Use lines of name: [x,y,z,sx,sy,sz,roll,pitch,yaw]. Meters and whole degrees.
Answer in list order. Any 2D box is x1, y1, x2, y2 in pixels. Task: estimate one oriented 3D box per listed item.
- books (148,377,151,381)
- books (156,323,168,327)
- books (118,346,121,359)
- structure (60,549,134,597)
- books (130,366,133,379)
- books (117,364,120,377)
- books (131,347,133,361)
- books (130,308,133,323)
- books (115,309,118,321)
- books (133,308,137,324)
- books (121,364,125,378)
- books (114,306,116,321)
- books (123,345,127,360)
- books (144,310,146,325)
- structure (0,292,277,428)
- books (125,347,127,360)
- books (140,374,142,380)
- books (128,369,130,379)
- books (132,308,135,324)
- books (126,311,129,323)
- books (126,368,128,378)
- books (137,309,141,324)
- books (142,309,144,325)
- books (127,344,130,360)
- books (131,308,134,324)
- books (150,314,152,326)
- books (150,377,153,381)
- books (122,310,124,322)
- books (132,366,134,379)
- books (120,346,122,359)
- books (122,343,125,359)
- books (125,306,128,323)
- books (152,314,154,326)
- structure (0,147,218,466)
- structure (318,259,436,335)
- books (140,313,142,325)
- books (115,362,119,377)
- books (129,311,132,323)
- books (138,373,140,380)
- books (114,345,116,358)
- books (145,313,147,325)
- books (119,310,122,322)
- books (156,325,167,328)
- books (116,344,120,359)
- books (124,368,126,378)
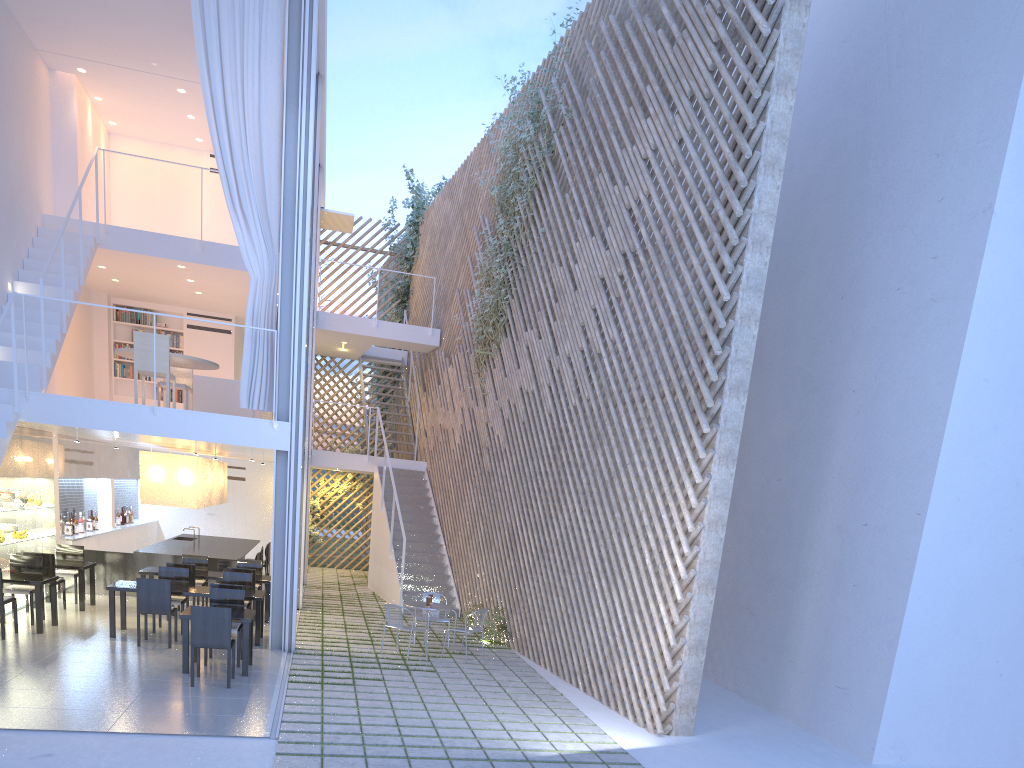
books: [-3.566,-0.097,8.094,0.011,0.151,0.081,2,9,-13]
books: [-3.410,-0.575,8.011,0.095,0.021,0.061,7,-6,-8]
books: [-3.802,-0.298,7.992,0.021,0.128,0.087,3,7,-13]
structure: [-3.364,1.527,6.667,0.561,0.387,0.011,6,13,-13]
books: [-3.719,-0.107,8.057,0.021,0.128,0.087,3,7,-13]
books: [-3.833,-0.126,8.027,0.015,0.134,0.090,2,7,-13]
books: [-3.696,-0.285,8.027,0.021,0.136,0.066,3,9,-13]
books: [-3.664,-0.650,7.937,0.025,0.151,0.079,3,9,-13]
books: [-3.794,-0.658,7.902,0.006,0.128,0.090,2,6,-13]
books: [-3.638,-0.647,7.943,0.025,0.151,0.079,3,9,-13]
books: [-3.804,-0.121,8.047,0.021,0.136,0.066,3,9,-13]
books: [-3.805,-0.669,7.901,0.015,0.148,0.084,2,8,-13]
books: [-3.762,-0.301,8.005,0.015,0.148,0.074,2,9,-13]
books: [-3.545,-0.632,7.963,0.010,0.147,0.084,2,8,-13]
structure: [-1.955,0.431,4.139,1.375,1.864,1.372,4,6,-13]
books: [-3.747,-0.291,8.006,0.015,0.132,0.084,2,7,-13]
books: [-3.638,-0.097,8.076,0.015,0.129,0.088,2,7,-13]
books: [-3.744,-0.096,8.069,0.021,0.103,0.059,3,8,-13]
books: [-3.647,-0.648,7.941,0.025,0.151,0.079,3,9,-13]
books: [-3.694,-0.644,7.928,0.021,0.128,0.087,3,7,-13]
books: [-3.765,-0.099,8.064,0.021,0.103,0.059,3,8,-13]
books: [-3.600,-0.641,7.955,0.027,0.149,0.074,3,9,-13]
books: [-3.565,-0.641,7.958,0.015,0.159,0.082,2,9,-13]
books: [-3.731,-0.303,8.007,0.015,0.159,0.082,2,9,-13]
books: [-3.656,-0.649,7.939,0.025,0.151,0.079,3,9,-13]
books: [-3.491,-0.616,7.977,0.015,0.129,0.088,2,7,-13]
books: [-3.552,-0.094,8.099,0.020,0.151,0.079,2,9,-13]
books: [-3.741,-0.653,7.927,0.021,0.136,0.066,3,9,-13]
books: [-3.702,-0.106,8.063,0.015,0.132,0.084,2,7,-13]
books: [-3.789,-0.296,7.994,0.006,0.128,0.090,2,6,-13]
books: [-3.774,-0.308,7.999,0.011,0.160,0.077,2,9,-13]
books: [-3.710,-0.661,7.925,0.011,0.160,0.077,2,9,-13]
books: [-3.475,-0.617,7.979,0.015,0.134,0.090,2,7,-13]
structure: [-2.235,-0.119,4.650,1.741,3.436,3.513,4,3,-13]
structure: [-1.361,-0.869,8.320,1.149,0.594,0.025,7,12,-13]
books: [-3.581,-0.630,7.957,0.015,0.132,0.084,2,7,-13]
books: [-3.848,-0.135,8.025,0.015,0.148,0.084,2,8,-13]
books: [-3.678,-0.645,7.929,0.007,0.134,0.091,2,7,-13]
books: [-3.654,-0.107,8.077,0.015,0.148,0.074,2,9,-13]
books: [-3.840,-0.306,7.981,0.015,0.134,0.090,2,7,-13]
books: [-3.532,-0.620,7.971,0.018,0.126,0.081,3,7,-13]
books: [-3.762,-0.656,7.922,0.021,0.136,0.066,3,9,-13]
books: [-3.416,-0.552,8.020,0.095,0.021,0.061,8,-6,-13]
books: [-3.825,-0.310,7.985,0.015,0.148,0.084,2,8,-13]
books: [-3.785,-0.102,8.059,0.021,0.103,0.059,3,8,-13]
